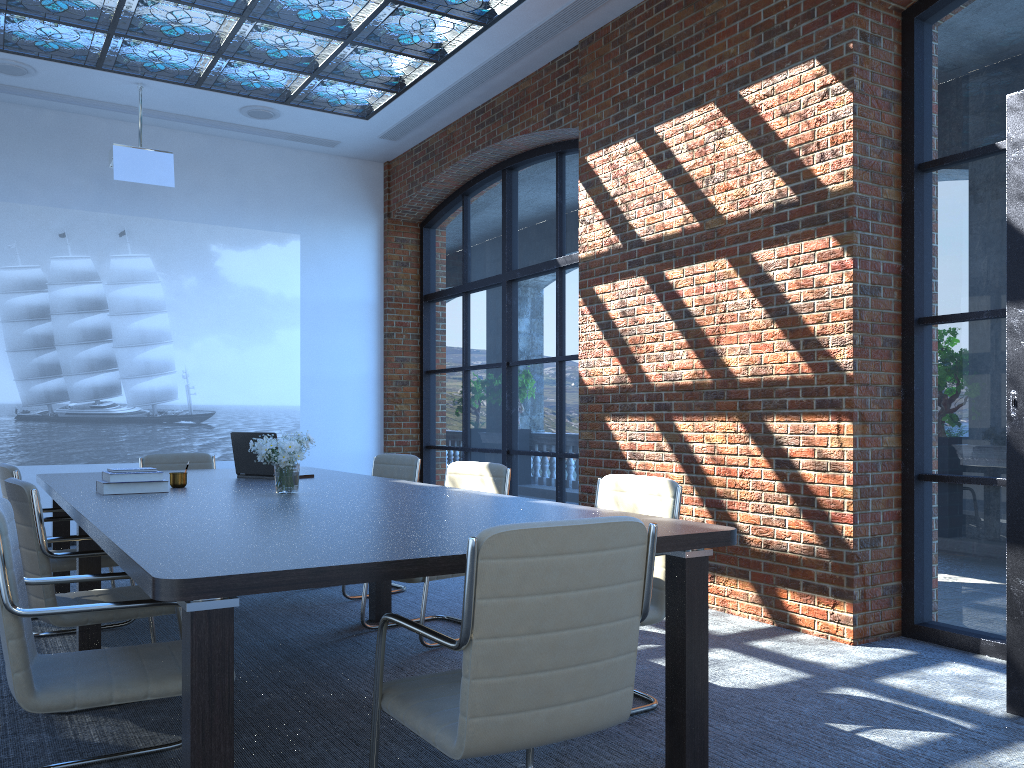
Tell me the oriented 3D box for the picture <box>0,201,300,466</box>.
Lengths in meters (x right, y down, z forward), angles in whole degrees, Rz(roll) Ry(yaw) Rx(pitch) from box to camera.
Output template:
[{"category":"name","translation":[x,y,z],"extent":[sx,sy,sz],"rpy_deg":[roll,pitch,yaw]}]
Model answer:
[{"category":"picture","translation":[-3.711,-0.425,8.425],"extent":[3.462,2.360,0.024],"rpy_deg":[1,0,-31]}]

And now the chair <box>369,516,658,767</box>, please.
[{"category":"chair","translation":[-0.027,0.803,2.435],"extent":[0.560,0.923,0.706],"rpy_deg":[0,-1,-31]}]

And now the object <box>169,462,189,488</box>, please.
[{"category":"object","translation":[-1.752,0.472,4.653],"extent":[0.091,0.142,0.091],"rpy_deg":[0,-1,36]}]

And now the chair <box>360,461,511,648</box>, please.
[{"category":"chair","translation":[-0.420,0.899,4.854],"extent":[0.706,0.923,0.560],"rpy_deg":[1,-1,-43]}]

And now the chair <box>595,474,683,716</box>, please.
[{"category":"chair","translation":[0.291,0.853,3.684],"extent":[0.706,0.923,0.560],"rpy_deg":[1,-1,-31]}]

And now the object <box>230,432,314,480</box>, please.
[{"category":"object","translation":[-1.462,0.434,5.418],"extent":[0.390,0.283,0.323],"rpy_deg":[-1,-2,32]}]

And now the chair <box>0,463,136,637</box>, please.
[{"category":"chair","translation":[-2.523,0.907,5.053],"extent":[0.706,0.923,0.560],"rpy_deg":[1,-1,-36]}]

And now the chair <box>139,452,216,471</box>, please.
[{"category":"chair","translation":[-2.228,0.954,6.229],"extent":[0.560,0.923,0.706],"rpy_deg":[1,-1,-42]}]

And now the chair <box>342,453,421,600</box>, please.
[{"category":"chair","translation":[-1.037,0.947,6.054],"extent":[0.706,0.923,0.560],"rpy_deg":[1,-1,-43]}]

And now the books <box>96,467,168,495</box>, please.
[{"category":"books","translation":[-1.860,0.473,4.345],"extent":[0.294,0.115,0.255],"rpy_deg":[1,-2,-33]}]

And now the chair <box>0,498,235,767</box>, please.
[{"category":"chair","translation":[-1.263,0.817,2.785],"extent":[0.706,0.923,0.560],"rpy_deg":[0,-1,-28]}]

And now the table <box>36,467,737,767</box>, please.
[{"category":"table","translation":[-1.177,0.936,4.345],"extent":[1.810,0.809,4.506],"rpy_deg":[1,-2,-31]}]

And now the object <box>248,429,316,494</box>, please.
[{"category":"object","translation":[-1.104,0.374,4.291],"extent":[0.329,0.309,0.336],"rpy_deg":[0,-1,-21]}]

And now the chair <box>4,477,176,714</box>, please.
[{"category":"chair","translation":[-1.770,0.858,3.814],"extent":[0.706,0.923,0.560],"rpy_deg":[1,-1,-38]}]

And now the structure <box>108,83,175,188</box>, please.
[{"category":"structure","translation":[-3.122,-2.089,7.458],"extent":[0.468,0.894,0.391],"rpy_deg":[0,0,-31]}]
